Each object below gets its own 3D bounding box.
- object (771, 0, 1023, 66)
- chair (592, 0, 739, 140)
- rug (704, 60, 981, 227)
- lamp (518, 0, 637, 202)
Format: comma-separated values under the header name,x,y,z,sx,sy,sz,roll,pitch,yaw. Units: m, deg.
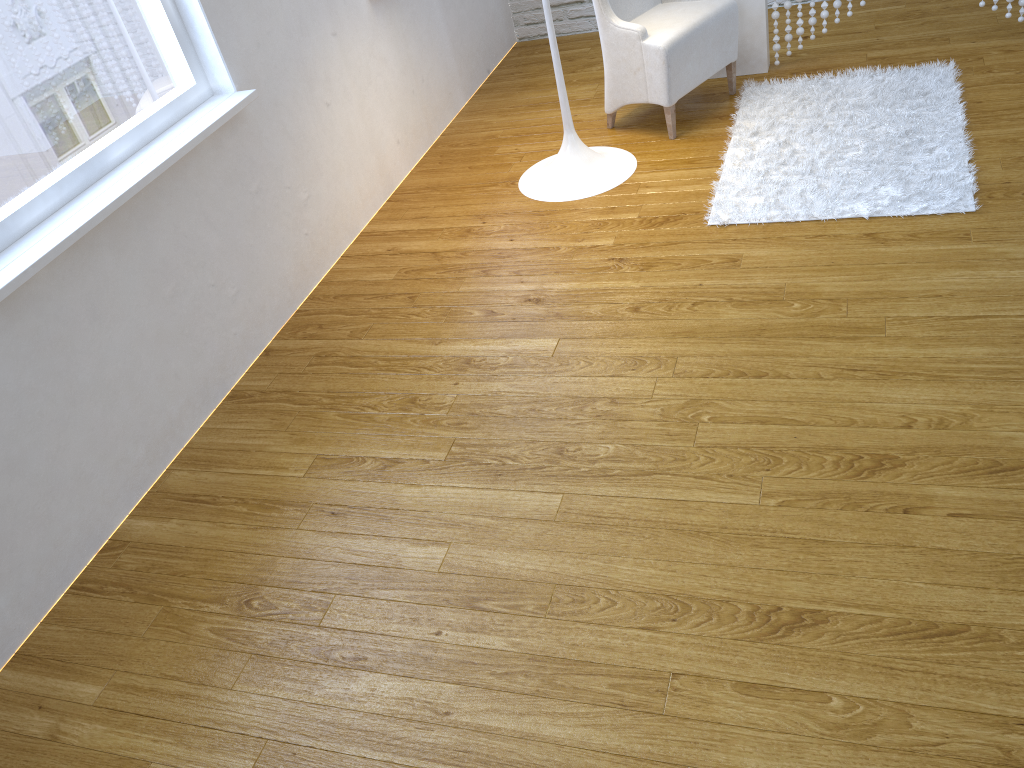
name,x,y,z,sx,sy,sz,roll,pitch,yaw
object,1.212,-2.001,2.602,0.923,2.046,0.050,1,40,21
chair,0.476,-1.382,2.984,0.376,0.975,0.468,22,50,39
rug,1.034,-0.793,2.789,0.756,0.048,1.079,1,39,21
lamp,0.068,-1.290,2.595,0.411,1.471,0.408,16,47,35
